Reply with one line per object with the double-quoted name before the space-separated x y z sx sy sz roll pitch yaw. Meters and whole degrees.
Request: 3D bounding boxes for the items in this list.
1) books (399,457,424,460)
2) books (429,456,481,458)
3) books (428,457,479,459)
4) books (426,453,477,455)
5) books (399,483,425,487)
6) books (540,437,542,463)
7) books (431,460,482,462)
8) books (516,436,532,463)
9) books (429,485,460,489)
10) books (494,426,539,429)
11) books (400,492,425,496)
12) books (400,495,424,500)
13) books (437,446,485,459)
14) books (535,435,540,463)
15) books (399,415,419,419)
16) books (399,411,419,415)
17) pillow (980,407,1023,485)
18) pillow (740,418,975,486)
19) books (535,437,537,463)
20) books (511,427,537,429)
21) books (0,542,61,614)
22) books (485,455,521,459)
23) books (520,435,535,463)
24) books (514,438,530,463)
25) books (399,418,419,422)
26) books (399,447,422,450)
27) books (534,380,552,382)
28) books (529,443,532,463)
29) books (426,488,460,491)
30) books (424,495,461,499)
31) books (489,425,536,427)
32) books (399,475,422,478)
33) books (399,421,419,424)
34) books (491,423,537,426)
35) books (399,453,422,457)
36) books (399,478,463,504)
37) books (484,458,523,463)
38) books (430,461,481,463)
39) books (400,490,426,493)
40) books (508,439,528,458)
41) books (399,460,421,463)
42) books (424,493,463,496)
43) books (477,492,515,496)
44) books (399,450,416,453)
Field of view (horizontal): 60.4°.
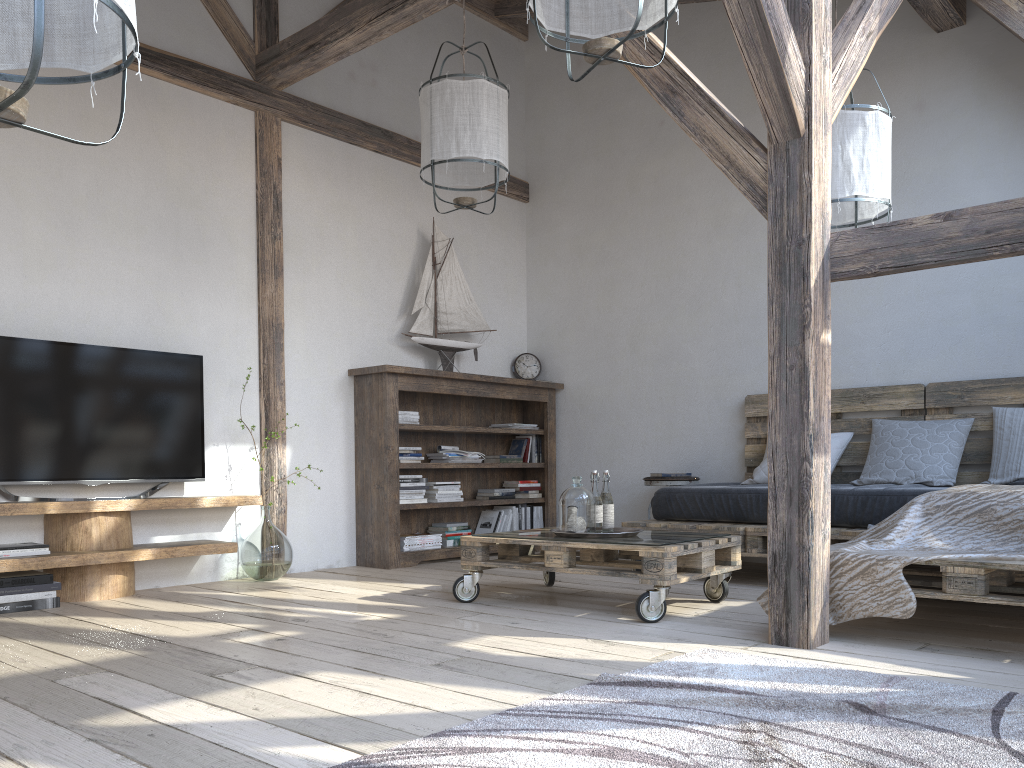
"books" -0.669 0.453 5.355 0.157 0.017 0.220 -5 -7 41
"books" -0.365 0.467 5.645 0.258 0.009 0.205 4 -7 -42
"books" -0.377 0.476 5.641 0.258 0.009 0.205 3 -6 -32
"books" -0.387 0.451 5.646 0.258 0.009 0.205 4 -7 -37
"books" -0.656 0.609 5.330 0.158 0.021 0.219 -4 -7 36
"books" 0.155 0.472 6.285 0.139 0.185 0.020 -1 1 41
"books" -0.355 0.494 5.647 0.258 0.009 0.205 5 -8 -44
"books" 0.073 0.461 6.195 0.139 0.191 0.050 -1 0 41
"books" -0.462 0.653 5.593 0.219 0.017 0.157 5 -7 -43
"books" 0.035 0.305 6.123 0.205 0.009 0.258 -4 -7 33
"books" -0.662 0.669 5.339 0.157 0.017 0.220 -5 -7 41
"books" -0.669 0.688 5.338 0.158 0.021 0.219 -5 -7 41
"books" -0.326 0.442 5.668 0.221 0.088 0.262 -2 -5 21
"books" 0.143 0.462 6.258 0.136 0.201 0.021 -1 1 41
"books" -0.695 0.201 5.327 0.158 0.021 0.219 -5 -7 41
"books" -0.700 0.179 5.330 0.158 0.021 0.219 -5 -7 41
"pillow" 2.631 0.269 3.953 0.386 0.398 0.971 1 -4 -32
"pillow" 1.787 0.359 4.659 1.132 0.355 0.351 -5 -4 41
"books" 0.123 0.469 6.249 0.139 0.185 0.020 -1 1 41
"books" 0.026 0.313 6.112 0.205 0.009 0.258 -4 -7 36
"books" -2.138 0.816 3.701 0.291 0.264 0.360 -2 -4 41
"books" -0.061 0.500 6.030 0.205 0.021 0.150 5 -8 -44
"books" 0.110 0.460 6.233 0.135 0.201 0.021 -1 1 41
"books" 0.059 0.467 6.173 0.140 0.176 0.059 -1 0 40
"books" -0.679 0.221 5.316 0.140 0.018 0.185 -5 -7 41
"books" -0.666 0.395 5.357 0.140 0.018 0.185 -5 -7 41
"books" 0.138 -0.004 6.280 0.236 0.025 0.178 -5 -7 41
"books" 0.092 0.473 6.221 0.117 0.172 0.018 -1 1 41
"books" -0.446 0.668 5.568 0.140 0.018 0.185 -5 -7 41
"books" -0.457 0.714 5.565 0.157 0.017 0.220 -5 -7 41
"books" 0.006 0.295 6.102 0.258 0.009 0.205 4 -7 -42
"books" -0.658 0.561 5.320 0.140 0.018 0.185 -5 -7 41
"books" -0.694 0.240 5.330 0.157 0.017 0.220 -4 -7 36
"books" 0.017 0.286 6.109 0.205 0.009 0.258 -5 -7 38
"books" -0.674 0.433 5.349 0.208 0.020 0.147 3 -6 -33
"books" -0.564 0.659 5.464 0.206 0.151 0.549 -3 -5 41
"books" -0.060 0.527 6.039 0.162 0.030 0.219 -6 -7 44
"books" -0.361 0.502 5.641 0.258 0.009 0.205 4 -7 -40
"books" -0.658 0.649 5.320 0.219 0.017 0.157 5 -7 -43
"books" 0.035 0.467 6.150 0.131 0.172 0.082 -1 0 42
"books" -0.665 0.472 5.359 0.140 0.020 0.185 -4 -7 36
"books" -0.445 0.698 5.577 0.219 0.017 0.157 5 -7 -43
"books" -0.109 0.748 5.981 0.160 0.023 0.212 -5 -7 41
"books" -0.669 0.413 5.351 0.132 0.021 0.200 -1 -5 8
